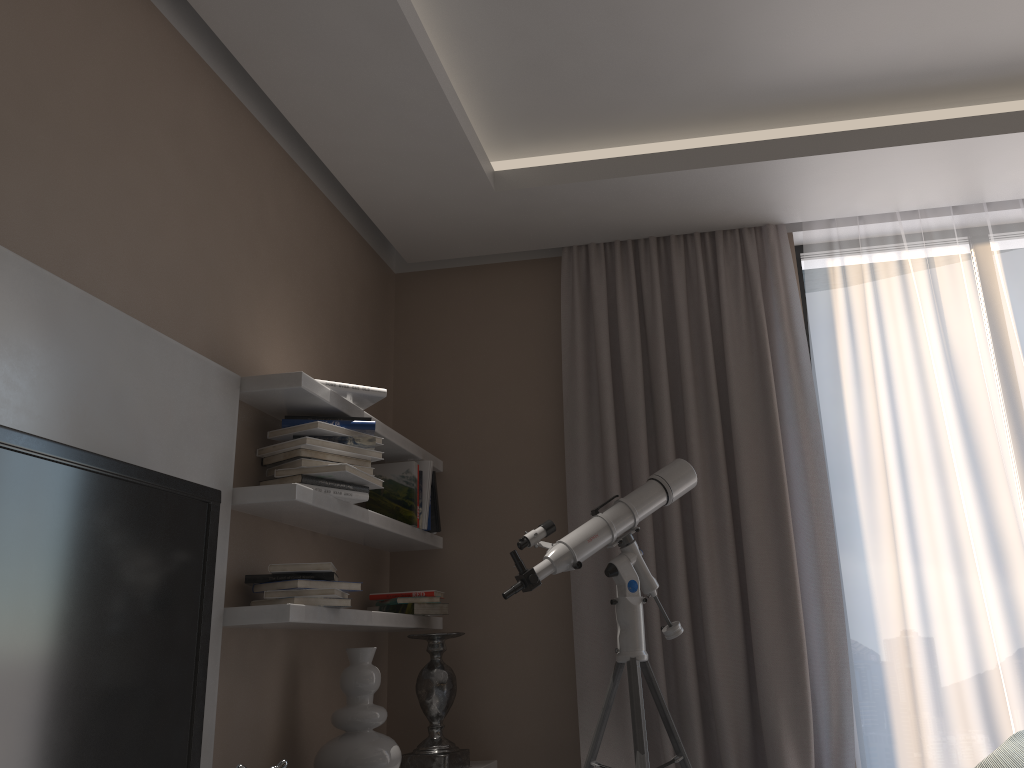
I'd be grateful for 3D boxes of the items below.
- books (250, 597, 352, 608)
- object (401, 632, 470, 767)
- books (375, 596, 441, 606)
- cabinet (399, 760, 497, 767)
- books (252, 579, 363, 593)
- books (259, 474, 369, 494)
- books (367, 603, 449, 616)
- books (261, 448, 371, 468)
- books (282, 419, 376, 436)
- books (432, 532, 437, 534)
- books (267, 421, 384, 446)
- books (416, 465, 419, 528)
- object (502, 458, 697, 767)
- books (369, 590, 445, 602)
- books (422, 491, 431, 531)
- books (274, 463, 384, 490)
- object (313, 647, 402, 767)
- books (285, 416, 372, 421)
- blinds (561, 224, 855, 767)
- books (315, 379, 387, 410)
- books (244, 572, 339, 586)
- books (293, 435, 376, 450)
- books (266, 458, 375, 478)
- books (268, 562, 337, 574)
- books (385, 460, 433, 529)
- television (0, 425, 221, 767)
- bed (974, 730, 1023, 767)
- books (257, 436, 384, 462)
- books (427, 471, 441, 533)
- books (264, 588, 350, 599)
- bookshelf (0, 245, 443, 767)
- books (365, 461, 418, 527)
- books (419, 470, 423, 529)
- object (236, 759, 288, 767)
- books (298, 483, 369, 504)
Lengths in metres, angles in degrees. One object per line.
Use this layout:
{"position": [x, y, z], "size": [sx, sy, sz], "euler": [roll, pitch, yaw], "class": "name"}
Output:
{"position": [-0.616, 0.647, 2.586], "size": [0.165, 0.025, 0.239], "euler": [-13, -20, 28], "class": "books"}
{"position": [-0.281, 1.180, 3.283], "size": [0.214, 0.482, 0.224], "euler": [-7, -18, 18], "class": "object"}
{"position": [-0.406, 0.850, 3.424], "size": [0.183, 0.023, 0.238], "euler": [6, -19, -28], "class": "books"}
{"position": [-0.801, 1.025, 1.234], "size": [0.443, 0.370, 4.632], "euler": [-6, -17, 12], "class": "cabinet"}
{"position": [-0.602, 0.604, 2.608], "size": [0.173, 0.025, 0.270], "euler": [-13, -20, 29], "class": "books"}
{"position": [-0.616, 0.327, 2.752], "size": [0.180, 0.031, 0.296], "euler": [-13, -20, 30], "class": "books"}
{"position": [-0.403, 0.881, 3.414], "size": [0.236, 0.043, 0.202], "euler": [-14, -20, 32], "class": "books"}
{"position": [-0.611, 0.251, 2.776], "size": [0.179, 0.031, 0.297], "euler": [-15, -21, 34], "class": "books"}
{"position": [-0.582, 0.151, 2.800], "size": [0.284, 0.027, 0.188], "euler": [2, -18, -15], "class": "books"}
{"position": [-0.406, 0.506, 3.614], "size": [0.171, 0.223, 0.100], "euler": [-4, -17, 8], "class": "books"}
{"position": [-0.584, 0.172, 2.784], "size": [0.199, 0.023, 0.303], "euler": [-13, -20, 29], "class": "books"}
{"position": [-0.451, 0.448, 3.459], "size": [0.175, 0.251, 0.024], "euler": [-4, -17, 7], "class": "books"}
{"position": [0.334, 0.897, 2.730], "size": [0.607, 1.408, 0.605], "euler": [-5, -18, 11], "class": "object"}
{"position": [-0.406, 0.828, 3.430], "size": [0.248, 0.023, 0.176], "euler": [-4, -17, 4], "class": "books"}
{"position": [-0.414, 0.463, 3.529], "size": [0.182, 0.260, 0.026], "euler": [-4, -17, 7], "class": "books"}
{"position": [-0.567, 0.300, 2.770], "size": [0.220, 0.027, 0.316], "euler": [-6, -17, 9], "class": "books"}
{"position": [-0.484, 1.062, 2.787], "size": [0.262, 0.432, 0.268], "euler": [-4, -17, 9], "class": "object"}
{"position": [-0.594, 0.139, 2.851], "size": [0.271, 0.028, 0.170], "euler": [1, -18, -15], "class": "books"}
{"position": [0.706, 0.443, 3.405], "size": [1.036, 2.646, 0.362], "euler": [-4, -17, 8], "class": "blinds"}
{"position": [-0.573, 0.036, 2.837], "size": [0.284, 0.027, 0.194], "euler": [9, -21, -34], "class": "books"}
{"position": [-0.648, 0.582, 2.613], "size": [0.252, 0.026, 0.161], "euler": [0, -17, -10], "class": "books"}
{"position": [-0.563, 0.198, 2.787], "size": [0.252, 0.026, 0.179], "euler": [2, -18, -16], "class": "books"}
{"position": [-0.603, 0.280, 2.779], "size": [0.188, 0.028, 0.276], "euler": [-18, -22, 39], "class": "books"}
{"position": [-0.618, 0.556, 2.615], "size": [0.177, 0.023, 0.224], "euler": [0, -17, -10], "class": "books"}
{"position": [-0.423, 0.441, 3.512], "size": [0.215, 0.288, 0.021], "euler": [-4, -17, 7], "class": "books"}
{"position": [-0.898, 0.454, 1.528], "size": [0.142, 0.715, 1.118], "euler": [-5, -17, 12], "class": "television"}
{"position": [1.550, 0.647, 0.812], "size": [2.226, 0.625, 2.357], "euler": [-9, -18, 18], "class": "bed"}
{"position": [-0.598, 0.221, 2.767], "size": [0.213, 0.027, 0.327], "euler": [-15, -20, 33], "class": "books"}
{"position": [-0.380, 0.484, 3.578], "size": [0.166, 0.246, 0.089], "euler": [-4, -17, 8], "class": "books"}
{"position": [-0.602, 0.630, 2.609], "size": [0.197, 0.021, 0.269], "euler": [-2, -17, -5], "class": "books"}
{"position": [-0.921, 0.288, 1.498], "size": [0.227, 1.205, 4.592], "euler": [-5, -17, 12], "class": "bookshelf"}
{"position": [-0.465, 0.432, 3.404], "size": [0.192, 0.250, 0.043], "euler": [-4, -17, 7], "class": "books"}
{"position": [-0.439, 0.463, 3.480], "size": [0.171, 0.229, 0.025], "euler": [-4, -17, 7], "class": "books"}
{"position": [-0.596, 0.983, 2.069], "size": [0.321, 0.177, 0.325], "euler": [-4, -17, 4], "class": "object"}
{"position": [-0.614, 0.349, 2.732], "size": [0.188, 0.028, 0.276], "euler": [-16, -21, 35], "class": "books"}
